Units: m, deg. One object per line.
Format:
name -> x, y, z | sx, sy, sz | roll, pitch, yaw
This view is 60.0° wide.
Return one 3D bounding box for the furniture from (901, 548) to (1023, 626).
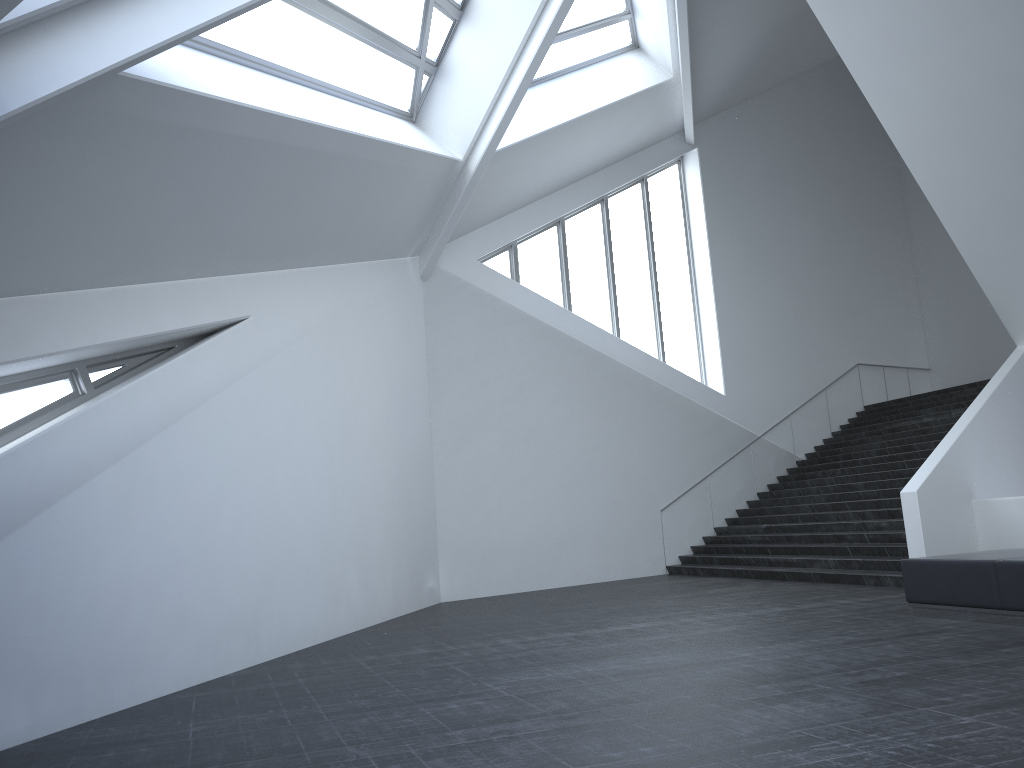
furniture -> 5.642, 1.578, 6.634 | 1.488, 0.580, 5.742 | -1, -10, -20
